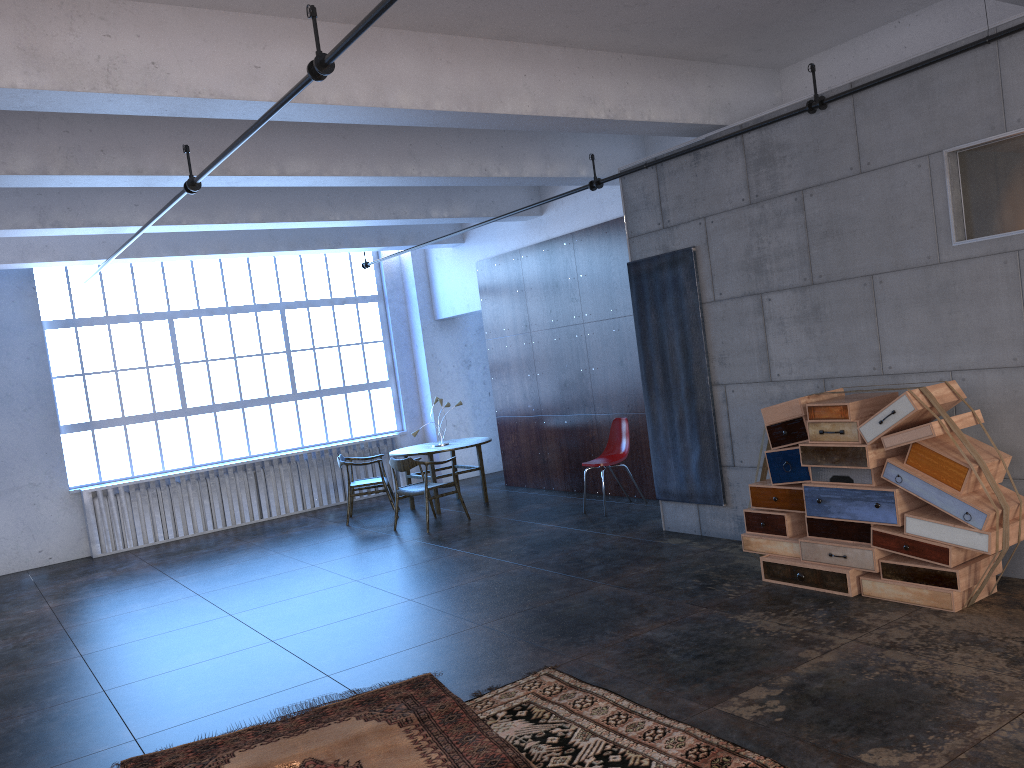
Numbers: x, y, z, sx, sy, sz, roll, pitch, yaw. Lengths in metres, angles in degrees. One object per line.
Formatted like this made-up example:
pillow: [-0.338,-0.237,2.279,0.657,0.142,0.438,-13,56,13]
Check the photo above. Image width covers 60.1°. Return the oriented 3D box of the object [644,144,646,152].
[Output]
object: [7.586,-0.276,0.258,0.073,0.063,0.064,-7,3,22]

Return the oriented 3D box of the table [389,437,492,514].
table: [-0.854,1.208,11.359,1.301,0.852,1.317,-7,2,10]

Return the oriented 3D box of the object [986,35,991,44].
object: [7.572,-0.314,0.311,0.062,0.053,0.052,-7,3,9]

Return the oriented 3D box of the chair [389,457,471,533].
chair: [-0.977,1.212,10.146,0.713,0.865,0.685,-5,4,44]

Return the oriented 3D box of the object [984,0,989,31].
object: [7.580,-0.363,0.332,0.063,0.053,0.052,-7,3,14]

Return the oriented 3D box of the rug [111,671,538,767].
rug: [-0.649,1.779,3.446,1.903,0.048,3.467,-8,2,-24]

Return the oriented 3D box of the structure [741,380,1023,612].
structure: [2.293,0.677,5.775,0.649,1.317,1.877,-10,3,-33]

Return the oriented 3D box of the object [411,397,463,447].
object: [-0.943,0.471,11.306,0.788,0.625,0.235,-9,3,-31]

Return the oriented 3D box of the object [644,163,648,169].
object: [7.601,-0.353,0.279,0.053,0.052,0.062,-7,3,15]

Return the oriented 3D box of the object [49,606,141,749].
object: [5.150,1.223,2.166,20.095,0.001,26.684,-9,2,-33]

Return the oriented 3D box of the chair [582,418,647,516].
chair: [1.088,0.888,9.648,0.667,0.989,0.419,-10,4,-34]

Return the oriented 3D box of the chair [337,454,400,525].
chair: [-1.818,1.289,11.240,0.676,0.865,0.723,-8,3,-7]
